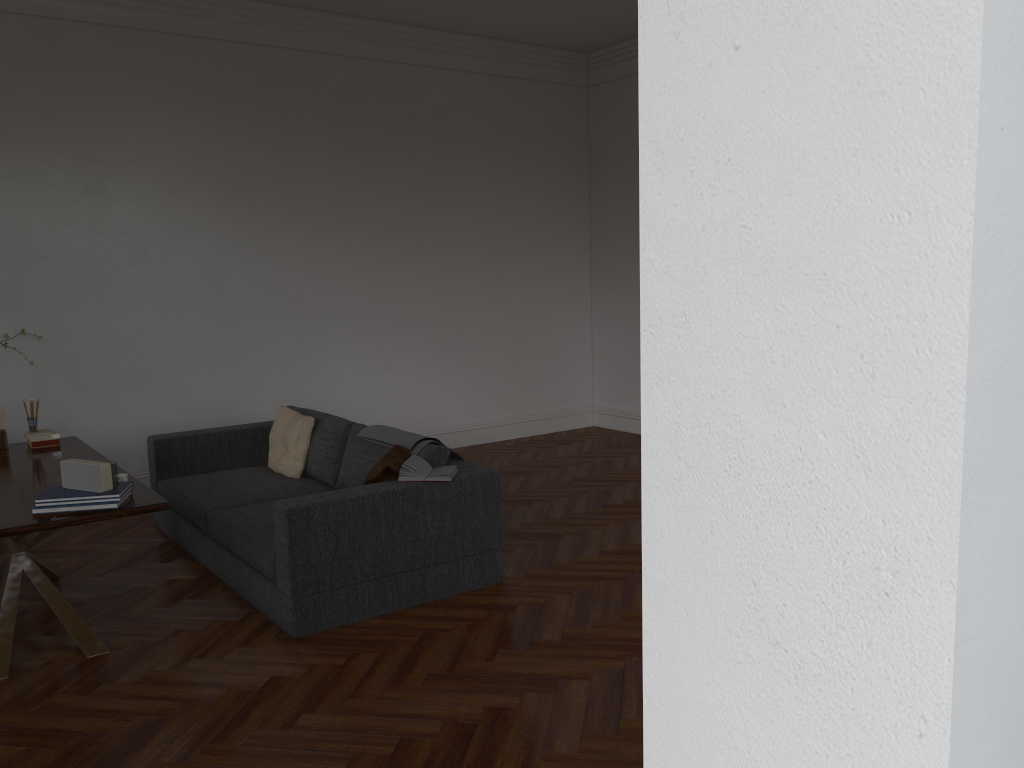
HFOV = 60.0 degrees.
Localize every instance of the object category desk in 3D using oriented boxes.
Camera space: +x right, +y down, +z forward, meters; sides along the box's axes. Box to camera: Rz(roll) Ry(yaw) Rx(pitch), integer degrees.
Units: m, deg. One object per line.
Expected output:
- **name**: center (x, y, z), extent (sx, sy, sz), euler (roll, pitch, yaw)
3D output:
- **desk**: center (-2.562, 0.848, 4.588), extent (1.028, 0.753, 2.222), euler (-7, 9, -35)

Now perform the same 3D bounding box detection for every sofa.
- **sofa**: center (-1.327, 0.692, 5.626), extent (1.260, 0.831, 2.640), euler (-7, 9, -35)

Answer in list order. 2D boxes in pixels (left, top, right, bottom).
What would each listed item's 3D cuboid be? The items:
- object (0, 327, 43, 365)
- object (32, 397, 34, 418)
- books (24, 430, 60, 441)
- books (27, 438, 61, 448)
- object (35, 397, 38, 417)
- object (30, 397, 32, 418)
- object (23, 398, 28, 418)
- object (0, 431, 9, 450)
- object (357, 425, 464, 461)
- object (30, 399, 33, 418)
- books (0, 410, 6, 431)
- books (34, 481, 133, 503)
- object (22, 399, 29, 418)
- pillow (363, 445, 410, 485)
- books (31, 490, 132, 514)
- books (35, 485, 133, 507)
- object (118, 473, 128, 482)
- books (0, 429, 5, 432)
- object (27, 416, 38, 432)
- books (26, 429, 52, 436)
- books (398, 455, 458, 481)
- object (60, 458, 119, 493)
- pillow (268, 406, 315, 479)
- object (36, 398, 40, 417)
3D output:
- **object**: center (-3.740, -0.281, 6.253), extent (0.353, 2.064, 0.805), euler (4, 10, 35)
- **object**: center (-2.949, 0.179, 5.459), extent (0.008, 0.194, 0.044), euler (-2, 8, -5)
- **books**: center (-2.887, 0.316, 5.447), extent (0.164, 0.029, 0.207), euler (-7, 9, -37)
- **books**: center (-2.877, 0.350, 5.448), extent (0.159, 0.040, 0.215), euler (-6, 8, -33)
- **object**: center (-2.925, 0.178, 5.452), extent (0.036, 0.195, 0.008), euler (-5, 9, -23)
- **object**: center (-2.959, 0.179, 5.454), extent (0.008, 0.195, 0.038), euler (-3, 8, -9)
- **object**: center (-2.969, 0.181, 5.429), extent (0.032, 0.196, 0.008), euler (0, 8, 8)
- **object**: center (-3.162, 0.312, 5.309), extent (0.228, 0.167, 0.149), euler (-7, 9, -35)
- **object**: center (-0.589, 0.459, 5.387), extent (0.399, 0.389, 0.751), euler (-7, 9, -35)
- **object**: center (-2.927, 0.185, 5.410), extent (0.008, 0.193, 0.049), euler (-7, 10, -31)
- **books**: center (-3.204, 0.279, 5.314), extent (0.309, 0.240, 0.043), euler (-7, 10, -35)
- **books**: center (-1.894, 0.479, 3.937), extent (0.344, 0.017, 0.249), euler (-3, 7, -10)
- **object**: center (-2.954, 0.186, 5.406), extent (0.008, 0.194, 0.049), euler (2, 9, 24)
- **pillow**: center (-0.730, 0.568, 4.881), extent (0.330, 0.398, 0.468), euler (-1, 8, 2)
- **books**: center (-1.898, 0.519, 3.929), extent (0.347, 0.027, 0.263), euler (-3, 7, -10)
- **books**: center (-1.893, 0.495, 3.939), extent (0.344, 0.017, 0.249), euler (-3, 7, -10)
- **object**: center (-1.850, 0.464, 4.196), extent (0.064, 0.065, 0.082), euler (-4, 8, -15)
- **books**: center (-3.132, 0.340, 5.265), extent (0.221, 0.125, 0.028), euler (-7, 10, -35)
- **object**: center (-2.941, 0.248, 5.442), extent (0.058, 0.091, 0.058), euler (5, 10, 41)
- **books**: center (-2.903, 0.297, 5.448), extent (0.128, 0.008, 0.159), euler (-6, 8, -34)
- **books**: center (-0.445, 0.444, 4.719), extent (0.278, 0.096, 0.224), euler (-1, 7, 6)
- **object**: center (-1.886, 0.405, 3.958), extent (0.275, 0.126, 0.081), euler (2, 9, 28)
- **pillow**: center (-1.558, 0.403, 6.180), extent (0.225, 0.462, 0.485), euler (-7, 10, -35)
- **object**: center (-2.916, 0.181, 5.441), extent (0.049, 0.194, 0.008), euler (-3, 8, -12)
